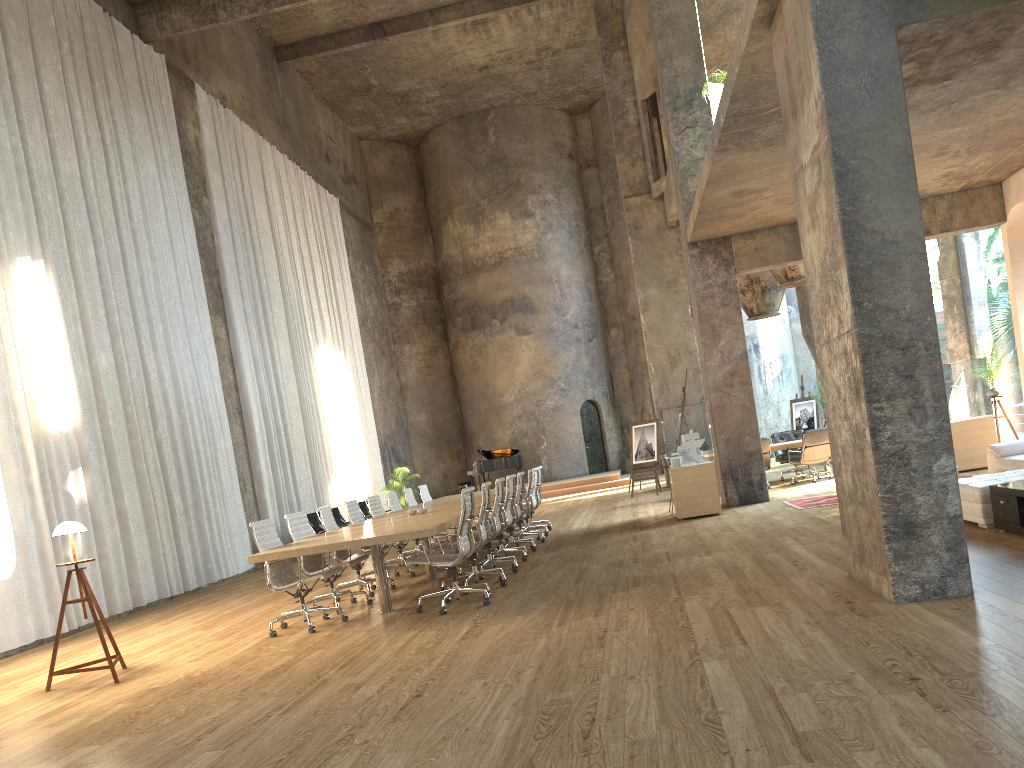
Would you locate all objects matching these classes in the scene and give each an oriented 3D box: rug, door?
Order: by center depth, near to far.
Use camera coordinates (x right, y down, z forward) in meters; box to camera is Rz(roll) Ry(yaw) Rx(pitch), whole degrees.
[{"bbox_3d":[4.887,1.400,11.480,2.470,0.009,1.342,-10,-5,8],"label":"rug"},{"bbox_3d":[2.467,1.634,27.157,0.893,2.304,0.092,-10,3,-34],"label":"door"}]

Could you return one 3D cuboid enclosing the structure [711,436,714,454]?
[{"bbox_3d":[4.044,1.654,18.809,0.745,1.018,0.732,-9,0,8],"label":"structure"}]

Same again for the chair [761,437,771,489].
[{"bbox_3d":[4.074,1.397,15.114,0.730,0.895,0.820,-9,-1,2],"label":"chair"}]

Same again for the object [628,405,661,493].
[{"bbox_3d":[2.939,1.402,20.135,0.690,2.154,0.692,-8,3,34],"label":"object"}]

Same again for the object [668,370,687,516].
[{"bbox_3d":[2.548,0.872,13.164,0.686,2.154,0.696,-9,2,7],"label":"object"}]

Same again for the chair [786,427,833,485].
[{"bbox_3d":[5.066,1.226,14.996,0.725,0.895,0.826,-9,-1,-19],"label":"chair"}]

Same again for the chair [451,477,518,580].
[{"bbox_3d":[-0.323,1.573,9.558,0.702,1.029,0.661,-9,1,13],"label":"chair"}]

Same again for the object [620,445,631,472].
[{"bbox_3d":[3.807,2.277,27.437,0.918,0.994,0.900,-9,-1,19],"label":"object"}]

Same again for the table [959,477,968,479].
[{"bbox_3d":[4.579,1.167,9.259,0.792,0.203,1.107,-10,-5,8],"label":"table"}]

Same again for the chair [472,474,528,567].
[{"bbox_3d":[-0.204,1.629,10.447,0.703,1.029,0.660,-9,1,16],"label":"chair"}]

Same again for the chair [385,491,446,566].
[{"bbox_3d":[-1.343,1.973,12.312,0.702,1.029,0.661,-9,1,13],"label":"chair"}]

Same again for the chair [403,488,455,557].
[{"bbox_3d":[-1.220,2.031,13.220,0.702,1.029,0.661,-9,1,11],"label":"chair"}]

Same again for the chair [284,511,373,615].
[{"bbox_3d":[-1.816,1.750,8.783,0.703,1.029,0.660,-9,1,16],"label":"chair"}]

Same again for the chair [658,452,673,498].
[{"bbox_3d":[3.144,1.623,15.990,0.822,0.895,0.728,-9,0,4],"label":"chair"}]

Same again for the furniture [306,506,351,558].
[{"bbox_3d":[-3.168,2.712,16.420,0.710,0.843,1.866,-9,-3,7],"label":"furniture"}]

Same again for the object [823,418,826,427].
[{"bbox_3d":[7.474,1.264,20.531,0.659,0.976,0.569,-9,1,2],"label":"object"}]

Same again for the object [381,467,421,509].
[{"bbox_3d":[-2.763,2.839,22.305,1.091,1.461,1.128,-9,0,-1],"label":"object"}]

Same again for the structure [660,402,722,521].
[{"bbox_3d":[2.491,1.083,12.293,0.596,1.553,0.738,-9,1,8],"label":"structure"}]

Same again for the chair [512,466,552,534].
[{"bbox_3d":[0.242,1.854,13.946,0.702,1.029,0.661,-9,1,13],"label":"chair"}]

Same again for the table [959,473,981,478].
[{"bbox_3d":[4.625,1.168,9.623,0.862,0.247,0.369,-10,-2,8],"label":"table"}]

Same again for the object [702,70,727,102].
[{"bbox_3d":[3.367,-3.328,11.803,1.408,1.815,1.347,-9,0,14],"label":"object"}]

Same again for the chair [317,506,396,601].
[{"bbox_3d":[-1.700,1.803,9.629,0.701,1.029,0.662,-9,1,7],"label":"chair"}]

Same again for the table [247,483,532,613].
[{"bbox_3d":[-0.839,1.913,11.015,1.605,0.759,7.693,-10,-5,7],"label":"table"}]

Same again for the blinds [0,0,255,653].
[{"bbox_3d":[-5.592,-1.382,10.940,0.276,8.670,7.793,-9,-1,8],"label":"blinds"}]

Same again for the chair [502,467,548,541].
[{"bbox_3d":[0.159,1.795,13.086,0.703,1.029,0.660,-9,1,16],"label":"chair"}]

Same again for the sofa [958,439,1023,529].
[{"bbox_3d":[5.039,0.764,8.531,2.070,0.723,2.920,-10,-4,8],"label":"sofa"}]

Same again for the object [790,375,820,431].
[{"bbox_3d":[7.248,0.832,21.686,0.708,2.154,0.675,-8,3,37],"label":"object"}]

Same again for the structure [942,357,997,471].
[{"bbox_3d":[6.452,0.467,12.629,0.596,1.553,0.738,-9,1,8],"label":"structure"}]

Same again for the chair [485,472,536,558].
[{"bbox_3d":[-0.081,1.683,11.317,0.702,1.029,0.661,-9,1,13],"label":"chair"}]

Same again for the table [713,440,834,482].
[{"bbox_3d":[4.677,1.449,15.757,2.417,0.702,1.101,-10,-3,8],"label":"table"}]

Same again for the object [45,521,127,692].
[{"bbox_3d":[-3.322,1.705,6.885,0.576,1.302,0.650,-8,2,41],"label":"object"}]

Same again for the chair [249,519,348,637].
[{"bbox_3d":[-1.905,1.692,7.924,0.702,1.029,0.661,-9,1,13],"label":"chair"}]

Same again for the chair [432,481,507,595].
[{"bbox_3d":[-0.446,1.516,8.650,0.702,1.029,0.661,-9,1,11],"label":"chair"}]

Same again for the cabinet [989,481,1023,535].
[{"bbox_3d":[3.976,0.933,6.372,0.397,0.370,1.557,-9,-4,7],"label":"cabinet"}]

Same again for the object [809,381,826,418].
[{"bbox_3d":[7.270,0.335,20.518,0.694,0.943,0.850,-9,-1,28],"label":"object"}]

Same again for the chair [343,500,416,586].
[{"bbox_3d":[-1.584,1.863,10.553,0.702,1.029,0.661,-9,1,13],"label":"chair"}]

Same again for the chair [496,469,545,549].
[{"bbox_3d":[0.051,1.740,12.238,0.701,1.029,0.662,-9,1,7],"label":"chair"}]

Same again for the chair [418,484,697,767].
[{"bbox_3d":[1.679,1.605,13.685,12.988,1.034,31.417,-10,-5,7],"label":"chair"}]

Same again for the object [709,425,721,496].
[{"bbox_3d":[3.409,1.204,13.872,0.572,1.302,0.654,-9,1,8],"label":"object"}]

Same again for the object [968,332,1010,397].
[{"bbox_3d":[7.034,-0.268,12.978,0.687,0.942,0.859,-9,-1,-2],"label":"object"}]

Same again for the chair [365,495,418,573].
[{"bbox_3d":[-1.462,1.917,11.423,0.703,1.029,0.660,-9,1,16],"label":"chair"}]

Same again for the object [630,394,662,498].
[{"bbox_3d":[2.786,1.267,18.252,0.708,2.154,0.675,-7,3,40],"label":"object"}]

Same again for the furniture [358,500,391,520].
[{"bbox_3d":[-2.844,2.860,18.781,0.710,0.843,1.866,-9,-3,7],"label":"furniture"}]

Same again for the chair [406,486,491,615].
[{"bbox_3d":[-0.577,1.457,7.713,0.702,1.029,0.660,-9,1,14],"label":"chair"}]

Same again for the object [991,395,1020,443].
[{"bbox_3d":[7.125,0.683,13.028,0.652,0.976,0.575,-9,1,-28],"label":"object"}]

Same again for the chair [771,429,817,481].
[{"bbox_3d":[5.266,1.315,16.430,0.732,0.895,0.818,-9,-1,9],"label":"chair"}]

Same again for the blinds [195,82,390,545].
[{"bbox_3d":[-4.418,-0.846,19.486,0.276,8.670,7.793,-9,-1,8],"label":"blinds"}]
